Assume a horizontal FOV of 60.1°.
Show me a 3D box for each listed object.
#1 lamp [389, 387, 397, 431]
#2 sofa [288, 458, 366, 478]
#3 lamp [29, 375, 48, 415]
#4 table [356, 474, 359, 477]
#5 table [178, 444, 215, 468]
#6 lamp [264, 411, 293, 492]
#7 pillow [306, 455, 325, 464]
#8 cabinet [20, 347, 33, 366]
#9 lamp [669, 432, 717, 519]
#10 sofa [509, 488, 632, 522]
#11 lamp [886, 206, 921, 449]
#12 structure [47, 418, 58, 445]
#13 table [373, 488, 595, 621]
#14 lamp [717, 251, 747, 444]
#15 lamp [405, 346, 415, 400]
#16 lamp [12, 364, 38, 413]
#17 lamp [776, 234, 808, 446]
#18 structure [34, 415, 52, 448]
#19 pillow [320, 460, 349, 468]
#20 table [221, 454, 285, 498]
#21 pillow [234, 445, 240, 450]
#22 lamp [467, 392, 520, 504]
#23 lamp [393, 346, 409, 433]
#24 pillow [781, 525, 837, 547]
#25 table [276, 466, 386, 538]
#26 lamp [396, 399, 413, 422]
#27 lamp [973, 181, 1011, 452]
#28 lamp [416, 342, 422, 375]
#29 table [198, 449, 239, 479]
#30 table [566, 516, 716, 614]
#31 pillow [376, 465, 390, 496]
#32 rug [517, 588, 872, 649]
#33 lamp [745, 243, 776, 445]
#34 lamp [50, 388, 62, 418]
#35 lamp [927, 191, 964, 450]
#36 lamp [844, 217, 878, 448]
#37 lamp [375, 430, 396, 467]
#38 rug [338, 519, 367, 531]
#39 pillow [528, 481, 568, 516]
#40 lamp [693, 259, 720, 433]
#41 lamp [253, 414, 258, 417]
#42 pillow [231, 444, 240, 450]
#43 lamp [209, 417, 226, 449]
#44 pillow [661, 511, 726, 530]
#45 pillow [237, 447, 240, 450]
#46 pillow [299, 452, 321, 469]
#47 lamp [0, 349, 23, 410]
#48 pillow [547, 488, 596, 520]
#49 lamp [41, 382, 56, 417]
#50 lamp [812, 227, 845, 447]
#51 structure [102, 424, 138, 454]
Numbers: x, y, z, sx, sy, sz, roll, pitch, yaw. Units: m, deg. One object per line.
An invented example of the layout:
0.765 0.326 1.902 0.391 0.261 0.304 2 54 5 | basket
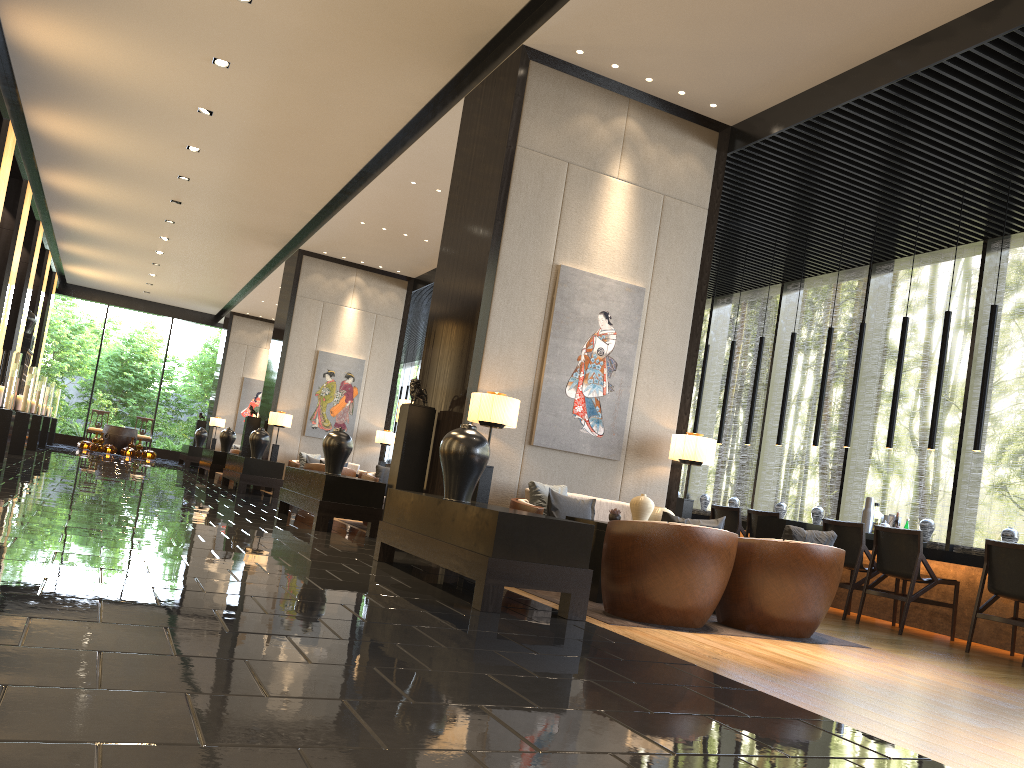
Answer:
-3.038 0.139 23.107 0.060 2.411 0.060 7 -4 31 | lamp
-3.116 1.625 15.038 1.455 0.691 0.603 12 -6 -24 | sofa
-8.913 0.198 16.536 0.338 0.726 0.337 11 -4 -22 | lamp
-2.835 1.674 14.374 1.046 0.515 0.575 12 -6 -24 | table
-7.776 1.798 21.806 0.622 0.511 1.961 11 -7 -24 | table
-3.962 1.129 14.793 0.375 1.346 0.376 9 -4 -6 | lamp
-3.273 1.401 14.901 0.474 0.360 0.219 12 -5 -28 | pillow
-10.081 0.227 17.669 0.550 1.915 1.187 11 -5 -24 | cabinet
1.446 1.087 7.461 0.374 1.346 0.376 9 -4 5 | lamp
0.604 1.230 6.982 1.455 0.691 0.603 12 -6 -24 | sofa
3.743 -0.579 8.421 0.060 2.411 0.060 11 -4 -29 | lamp
-11.481 1.147 21.822 0.404 0.655 0.402 11 -5 -24 | structure
-0.254 1.001 5.516 0.622 0.511 1.961 11 -7 -24 | table
2.680 -0.466 10.723 0.060 2.411 0.060 11 -4 -29 | lamp
-2.608 0.094 22.177 0.060 2.411 0.060 7 -4 31 | lamp
-7.683 0.068 13.870 0.338 0.726 0.337 11 -4 -22 | lamp
3.112 -0.512 9.788 0.060 2.411 0.060 11 -4 -29 | lamp
-10.250 1.017 19.155 0.404 0.655 0.402 11 -5 -24 | structure
-2.676 1.303 13.216 0.443 0.337 0.205 11 -5 -17 | pillow
-4.010 1.399 13.650 0.622 0.511 1.961 11 -7 -24 | table
-7.056 1.802 23.096 0.474 0.360 0.219 12 -5 -28 | pillow
-0.221 0.734 6.688 0.374 1.343 0.377 7 -4 27 | lamp
-2.822 0.117 22.640 0.060 2.411 0.060 7 -4 31 | lamp
1.812 1.068 5.518 0.400 0.361 0.222 11 -5 -24 | pillow
-1.875 1.173 9.026 0.622 0.511 1.961 11 -7 -24 | table
-0.981 0.828 8.329 0.374 1.314 0.377 8 -4 20 | lamp
4.129 -0.620 7.584 0.060 2.411 0.060 11 -4 -29 | lamp
-2.396 0.071 21.716 0.060 2.411 0.060 7 -4 31 | lamp
-5.631 1.571 17.161 0.622 0.511 1.961 11 -7 -24 | table
0.929 1.275 6.221 1.046 0.515 0.575 12 -6 -24 | table
-1.406 1.141 10.278 0.400 0.361 0.222 11 -5 -24 | pillow
0.936 1.538 6.224 1.966 0.008 2.243 12 -7 -24 | rug
2.896 -0.489 10.256 0.060 2.411 0.060 11 -4 -29 | lamp
-11.375 0.459 21.868 0.338 0.726 0.336 12 -5 -37 | lamp
3.938 -0.600 7.999 0.060 2.411 0.060 11 -4 -29 | lamp
3.524 -0.556 8.896 0.060 2.411 0.060 11 -4 -29 | lamp
-2.296 1.483 15.566 0.375 1.346 0.376 9 -4 -6 | lamp
-0.625 1.703 9.605 2.049 0.008 2.243 12 -7 -24 | rug
0.295 0.974 6.946 0.200 0.398 0.436 5 -7 44 | pillow
2.465 -0.444 11.188 0.060 2.411 0.060 11 -4 -29 | lamp
-4.720 1.209 16.435 0.375 1.346 0.376 9 -4 -6 | lamp
-7.209 1.769 23.197 0.200 0.398 0.436 5 -7 44 | pillow
-7.732 1.528 22.958 0.374 1.346 0.376 9 -4 5 | lamp
1.044 0.909 5.160 0.443 0.337 0.205 11 -5 -17 | pillow
-6.460 1.704 21.411 0.443 0.337 0.205 11 -5 -17 | pillow
-3.425 1.369 15.001 0.200 0.398 0.436 5 -7 44 | pillow
-6.452 -0.063 11.204 0.338 0.726 0.337 11 -4 -22 | lamp
0.447 1.007 6.845 0.474 0.360 0.219 12 -5 -28 | pillow
-10.144 0.328 19.202 0.338 0.726 0.337 11 -4 -22 | lamp
3.343 -0.537 9.287 0.060 2.411 0.060 11 -4 -29 | lamp
-10.445 1.491 23.523 0.878 0.707 0.873 13 -7 -36 | structure
